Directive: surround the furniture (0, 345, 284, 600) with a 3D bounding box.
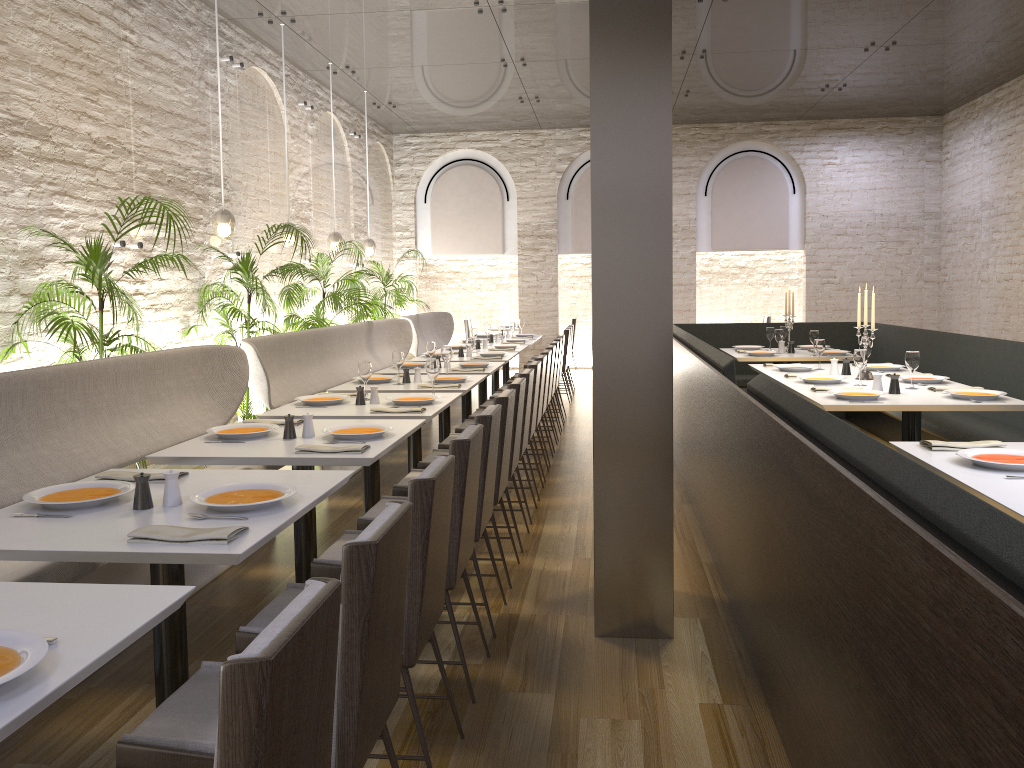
[{"bbox_3d":[-1.781,0.529,3.339,0.709,1.094,4.491,0,6,6],"label":"furniture"}]

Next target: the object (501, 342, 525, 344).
[{"bbox_3d":[0.009,-0.479,10.408,0.273,0.033,0.143,0,6,6],"label":"object"}]

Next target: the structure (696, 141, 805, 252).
[{"bbox_3d":[3.635,-2.875,13.558,1.633,1.670,0.098,0,4,6],"label":"structure"}]

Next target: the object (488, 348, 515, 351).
[{"bbox_3d":[-0.110,-0.359,9.313,0.273,0.033,0.143,0,6,6],"label":"object"}]

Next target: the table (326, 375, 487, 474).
[{"bbox_3d":[-0.699,0.363,6.304,0.936,0.758,1.014,0,5,6],"label":"table"}]

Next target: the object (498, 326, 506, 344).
[{"bbox_3d":[-0.111,-0.534,9.947,0.086,0.230,0.086,2,5,36],"label":"object"}]

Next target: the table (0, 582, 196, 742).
[{"bbox_3d":[-1.215,0.883,1.543,0.936,0.758,1.014,0,5,6],"label":"table"}]

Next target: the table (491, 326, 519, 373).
[{"bbox_3d":[0.155,-0.566,14.808,0.936,0.758,1.014,0,5,6],"label":"table"}]

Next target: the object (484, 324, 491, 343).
[{"bbox_3d":[-0.295,-0.603,10.613,0.086,0.230,0.086,2,5,36],"label":"object"}]

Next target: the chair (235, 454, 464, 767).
[{"bbox_3d":[-0.458,0.685,2.600,0.565,0.903,0.413,0,4,6],"label":"chair"}]

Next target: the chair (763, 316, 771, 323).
[{"bbox_3d":[3.900,-0.649,14.389,0.565,0.903,0.413,0,4,6],"label":"chair"}]

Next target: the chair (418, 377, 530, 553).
[{"bbox_3d":[-0.206,0.431,4.924,0.565,0.903,0.413,0,4,6],"label":"chair"}]

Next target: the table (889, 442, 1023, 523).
[{"bbox_3d":[1.960,0.750,2.339,1.100,0.757,2.547,0,6,6],"label":"table"}]

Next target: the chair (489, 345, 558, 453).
[{"bbox_3d":[0.104,0.120,7.777,0.565,0.903,0.413,0,4,6],"label":"chair"}]

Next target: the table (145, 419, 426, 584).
[{"bbox_3d":[-0.946,0.612,4.026,0.936,0.758,1.014,0,5,6],"label":"table"}]

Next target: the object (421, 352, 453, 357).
[{"bbox_3d":[-0.724,-0.283,8.620,0.322,0.036,0.322,-3,6,-16],"label":"object"}]

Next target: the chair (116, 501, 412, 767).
[{"bbox_3d":[-0.522,0.750,2.010,0.565,0.903,0.413,0,4,6],"label":"chair"}]

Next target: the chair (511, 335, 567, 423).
[{"bbox_3d":[0.288,-0.066,9.479,0.565,0.903,0.413,0,4,6],"label":"chair"}]

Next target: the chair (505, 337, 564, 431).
[{"bbox_3d":[0.228,-0.006,8.926,0.565,0.903,0.413,0,4,6],"label":"chair"}]

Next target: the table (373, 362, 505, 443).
[{"bbox_3d":[-0.574,0.237,7.456,0.936,0.758,1.014,0,5,6],"label":"table"}]

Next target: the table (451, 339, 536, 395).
[{"bbox_3d":[-0.209,-0.131,10.821,0.936,0.758,1.014,0,5,6],"label":"table"}]

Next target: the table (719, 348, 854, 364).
[{"bbox_3d":[2.631,0.073,8.531,1.100,0.758,1.192,0,5,6],"label":"table"}]

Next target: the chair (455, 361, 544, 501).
[{"bbox_3d":[-0.081,0.306,6.075,0.565,0.903,0.413,0,4,6],"label":"chair"}]

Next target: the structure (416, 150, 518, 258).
[{"bbox_3d":[-0.720,-2.861,14.033,1.633,1.670,0.098,0,4,6],"label":"structure"}]

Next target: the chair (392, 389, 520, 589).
[{"bbox_3d":[-0.267,0.493,4.362,0.565,0.903,0.413,0,4,6],"label":"chair"}]

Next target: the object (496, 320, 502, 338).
[{"bbox_3d":[-0.173,-0.725,11.731,0.086,0.230,0.086,2,5,36],"label":"object"}]

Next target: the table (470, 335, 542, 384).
[{"bbox_3d":[-0.086,-0.255,11.953,0.936,0.758,1.014,0,5,6],"label":"table"}]

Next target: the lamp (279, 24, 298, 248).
[{"bbox_3d":[-2.090,-2.282,8.188,0.178,2.035,0.178,-1,4,-9],"label":"lamp"}]

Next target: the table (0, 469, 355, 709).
[{"bbox_3d":[-1.081,0.747,2.784,0.936,0.758,1.014,0,5,6],"label":"table"}]

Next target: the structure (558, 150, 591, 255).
[{"bbox_3d":[1.527,-2.868,13.788,1.633,1.670,0.098,0,4,6],"label":"structure"}]

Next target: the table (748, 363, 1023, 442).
[{"bbox_3d":[2.356,0.350,5.995,1.100,0.757,2.547,0,6,6],"label":"table"}]

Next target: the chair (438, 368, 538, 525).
[{"bbox_3d":[-0.145,0.370,5.485,0.565,0.903,0.413,0,4,6],"label":"chair"}]

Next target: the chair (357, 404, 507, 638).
[{"bbox_3d":[-0.331,0.557,3.773,0.565,0.903,0.413,0,4,6],"label":"chair"}]

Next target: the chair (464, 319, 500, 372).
[{"bbox_3d":[-0.501,-0.635,14.869,0.565,0.903,0.413,0,4,6],"label":"chair"}]

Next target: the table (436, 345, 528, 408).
[{"bbox_3d":[-0.328,-0.011,9.727,0.936,0.758,1.014,0,5,6],"label":"table"}]

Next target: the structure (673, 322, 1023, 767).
[{"bbox_3d":[2.204,0.401,4.423,2.371,0.998,10.784,0,6,6],"label":"structure"}]

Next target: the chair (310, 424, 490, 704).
[{"bbox_3d":[-0.391,0.618,3.212,0.565,0.903,0.413,0,4,6],"label":"chair"}]

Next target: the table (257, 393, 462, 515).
[{"bbox_3d":[-0.824,0.489,5.149,0.936,0.758,1.014,0,5,6],"label":"table"}]

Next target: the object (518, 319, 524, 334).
[{"bbox_3d":[0.129,-0.775,12.154,0.086,0.230,0.086,2,5,36],"label":"object"}]

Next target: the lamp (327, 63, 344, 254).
[{"bbox_3d":[-1.937,-2.436,9.593,0.178,2.035,0.178,-2,4,-15],"label":"lamp"}]

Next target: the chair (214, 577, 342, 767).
[{"bbox_3d":[-0.582,0.811,1.449,0.565,0.903,0.413,0,4,6],"label":"chair"}]

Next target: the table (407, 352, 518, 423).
[{"bbox_3d":[-0.448,0.110,8.618,0.936,0.758,1.014,0,5,6],"label":"table"}]

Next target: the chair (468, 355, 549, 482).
[{"bbox_3d":[-0.021,0.245,6.631,0.565,0.903,0.413,0,4,6],"label":"chair"}]

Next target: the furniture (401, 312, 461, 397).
[{"bbox_3d":[-0.886,-0.372,11.589,0.707,1.094,2.593,0,6,6],"label":"furniture"}]

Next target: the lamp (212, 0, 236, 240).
[{"bbox_3d":[-2.241,-2.130,6.796,0.178,2.035,0.178,1,4,27],"label":"lamp"}]

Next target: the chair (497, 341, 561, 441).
[{"bbox_3d":[0.165,0.058,8.342,0.565,0.903,0.413,0,4,6],"label":"chair"}]

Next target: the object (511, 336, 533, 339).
[{"bbox_3d":[0.131,-0.603,11.539,0.273,0.033,0.143,0,6,6],"label":"object"}]

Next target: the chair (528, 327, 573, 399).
[{"bbox_3d":[0.500,-0.280,11.434,0.565,0.903,0.413,0,4,6],"label":"chair"}]

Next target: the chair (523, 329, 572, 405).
[{"bbox_3d":[0.440,-0.219,10.878,0.565,0.903,0.413,0,4,6],"label":"chair"}]

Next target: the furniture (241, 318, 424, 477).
[{"bbox_3d":[-1.282,0.026,7.942,0.709,1.094,4.491,0,6,6],"label":"furniture"}]

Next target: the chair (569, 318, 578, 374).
[{"bbox_3d":[0.803,-0.639,14.727,0.565,0.903,0.413,0,4,6],"label":"chair"}]

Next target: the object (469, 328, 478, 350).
[{"bbox_3d":[-0.413,-0.484,9.525,0.086,0.230,0.086,2,5,36],"label":"object"}]

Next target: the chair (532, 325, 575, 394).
[{"bbox_3d":[0.562,-0.343,12.007,0.565,0.903,0.413,0,4,6],"label":"chair"}]

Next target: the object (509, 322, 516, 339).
[{"bbox_3d":[0.007,-0.653,11.035,0.086,0.230,0.086,2,5,36],"label":"object"}]

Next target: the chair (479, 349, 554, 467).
[{"bbox_3d":[0.040,0.184,7.190,0.565,0.903,0.413,0,4,6],"label":"chair"}]

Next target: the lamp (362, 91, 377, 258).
[{"bbox_3d":[-1.788,-2.586,10.969,0.178,2.035,0.178,-2,4,-15],"label":"lamp"}]
